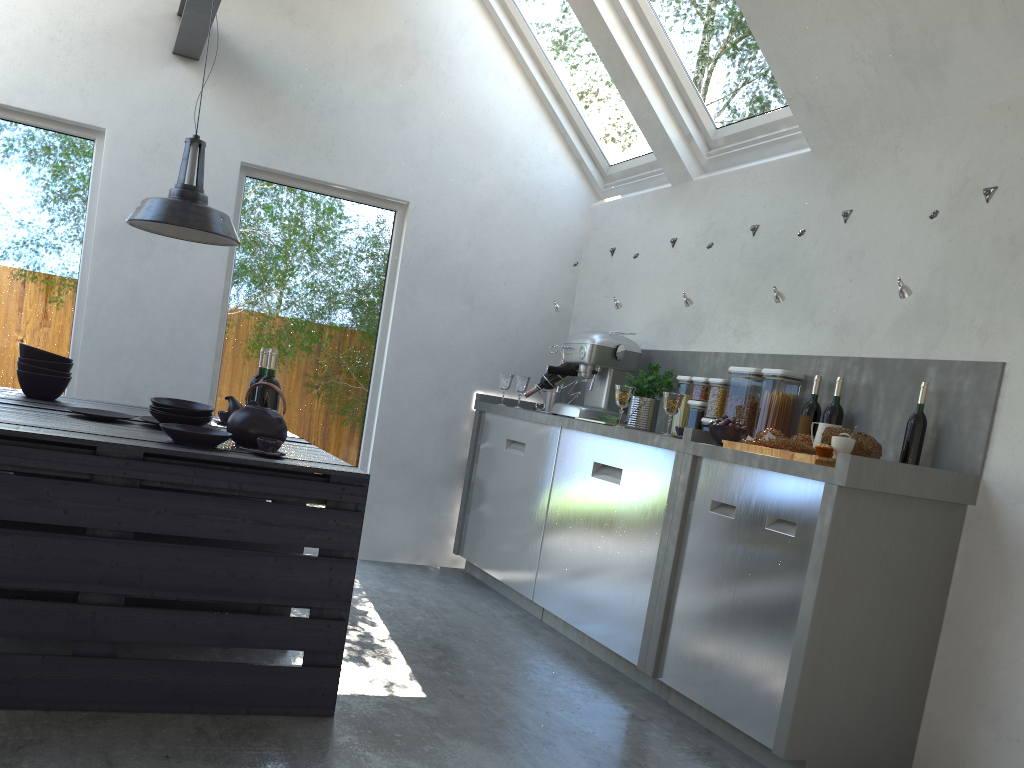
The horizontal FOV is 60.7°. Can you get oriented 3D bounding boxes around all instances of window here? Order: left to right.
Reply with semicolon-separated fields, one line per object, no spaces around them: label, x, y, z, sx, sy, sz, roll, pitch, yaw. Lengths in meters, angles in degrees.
window;-2.730;-0.330;4.492;0.950;2.146;0.061;8;5;-21
window;-1.240;-0.075;5.066;0.950;2.146;0.061;8;5;-21
window;0.272;-1.881;4.793;1.431;1.408;0.857;9;4;-22
window;0.704;-1.833;3.867;1.424;1.401;0.857;9;3;-22

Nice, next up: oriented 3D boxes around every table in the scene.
table;-1.528;0.517;3.266;1.450;0.802;1.656;9;0;-23

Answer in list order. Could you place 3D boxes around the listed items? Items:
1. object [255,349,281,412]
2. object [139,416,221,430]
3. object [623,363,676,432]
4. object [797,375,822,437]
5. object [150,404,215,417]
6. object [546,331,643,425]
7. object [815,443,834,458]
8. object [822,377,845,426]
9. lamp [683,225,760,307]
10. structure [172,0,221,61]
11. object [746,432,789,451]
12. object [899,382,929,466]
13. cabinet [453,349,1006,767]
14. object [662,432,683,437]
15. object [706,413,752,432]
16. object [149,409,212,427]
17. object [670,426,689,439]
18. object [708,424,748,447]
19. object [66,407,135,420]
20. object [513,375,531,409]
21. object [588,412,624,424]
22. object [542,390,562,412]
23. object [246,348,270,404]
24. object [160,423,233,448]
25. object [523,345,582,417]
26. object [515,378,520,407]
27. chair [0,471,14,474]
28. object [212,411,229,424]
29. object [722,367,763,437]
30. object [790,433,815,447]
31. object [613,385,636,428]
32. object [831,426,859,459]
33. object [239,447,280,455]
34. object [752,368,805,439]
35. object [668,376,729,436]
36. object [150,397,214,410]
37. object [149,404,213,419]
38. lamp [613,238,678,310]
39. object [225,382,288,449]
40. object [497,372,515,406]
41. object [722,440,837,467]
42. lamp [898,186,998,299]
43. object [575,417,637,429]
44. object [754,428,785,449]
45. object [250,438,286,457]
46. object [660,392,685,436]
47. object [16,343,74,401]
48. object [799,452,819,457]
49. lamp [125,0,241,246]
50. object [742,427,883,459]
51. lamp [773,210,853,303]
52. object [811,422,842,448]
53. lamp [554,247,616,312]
object;-0.908;0.042;3.256;0.093;0.347;0.088;11;5;10
object;-1.218;0.154;3.207;0.301;0.024;0.289;9;-1;8
object;0.674;0.064;4.384;0.257;0.344;0.240;11;3;20
object;1.196;0.138;3.506;0.069;0.347;0.076;7;5;-30
object;-1.209;0.105;3.204;0.221;0.063;0.235;10;-1;-19
object;0.426;-0.052;4.699;0.412;0.504;0.370;8;3;-23
object;1.046;0.222;2.931;0.056;0.047;0.062;8;2;-38
object;1.246;0.144;3.400;0.070;0.347;0.074;8;5;-20
lamp;0.944;-0.544;3.996;0.320;0.441;0.061;9;5;-21
structure;-1.550;-1.790;4.267;0.131;0.210;2.610;8;0;-25
object;1.014;0.217;3.296;0.201;0.059;0.196;9;0;-3
object;1.409;0.165;3.055;0.060;0.347;0.064;8;5;-20
cabinet;0.607;0.537;4.150;0.546;1.486;2.949;8;1;-25
object;0.673;0.214;3.631;0.139;0.013;0.026;9;0;41
object;0.833;0.155;3.369;0.134;0.095;0.167;9;1;-38
object;-1.217;0.133;3.205;0.237;0.047;0.221;9;-1;17
object;0.717;0.204;3.634;0.115;0.057;0.117;9;0;-8
object;0.825;0.205;3.373;0.153;0.079;0.140;10;0;25
object;-1.470;0.111;3.128;0.227;0.019;0.241;10;-1;-19
object;0.051;0.049;5.140;0.098;0.193;0.097;10;4;0
object;0.445;0.164;4.263;0.140;0.054;0.279;9;-1;-9
object;0.244;0.113;5.329;0.110;0.133;0.102;10;3;18
object;-0.974;0.033;3.374;0.094;0.347;0.088;11;5;15
object;-1.006;0.167;2.782;0.237;0.047;0.221;9;-1;17
object;0.248;-0.026;5.046;0.336;0.397;0.229;10;3;7
object;0.050;0.051;5.285;0.103;0.193;0.093;13;5;37
chair;-2.428;0.361;3.446;0.785;0.825;0.680;10;3;7
object;-1.231;0.145;3.775;0.110;0.057;0.122;9;0;-36
object;1.026;0.111;3.847;0.123;0.357;0.181;8;4;-25
object;1.090;0.223;3.261;0.123;0.077;0.114;10;1;20
object;0.506;0.105;4.017;0.102;0.193;0.093;12;4;26
object;1.111;0.195;2.935;0.076;0.122;0.070;11;4;22
object;-0.802;0.216;2.777;0.130;0.013;0.028;9;0;-9
object;1.109;0.121;3.679;0.123;0.357;0.132;8;5;-24
object;0.890;0.121;4.091;0.102;0.296;0.353;8;2;-25
object;-1.212;0.093;3.207;0.220;0.058;0.236;10;-1;-24
object;-1.213;0.118;3.202;0.222;0.063;0.234;10;-1;-19
lamp;0.692;-0.577;4.537;0.323;0.439;0.061;8;5;-32
object;-0.868;0.107;2.992;0.211;0.234;0.218;9;2;-21
object;-0.045;0.034;5.190;0.094;0.193;0.102;8;4;-29
object;1.028;0.260;3.121;0.296;0.028;0.486;10;-1;-24
lamp;1.447;-0.479;2.935;0.320;0.441;0.061;9;5;-21
object;0.452;0.189;4.246;0.174;0.012;0.272;10;-1;-27
object;0.987;0.207;3.331;0.123;0.077;0.114;10;1;20
object;-0.782;0.203;2.812;0.111;0.057;0.121;9;0;-31
object;0.706;0.136;3.907;0.093;0.193;0.103;7;5;-35
object;-1.892;-0.044;3.539;0.206;0.216;0.199;9;2;-22
object;0.994;0.236;2.961;0.020;0.003;0.193;9;-1;-2
lamp;-1.168;-1.116;3.301;0.414;1.105;0.444;8;5;-23
object;1.057;0.195;3.107;0.477;0.112;0.120;9;1;37
lamp;1.195;-0.512;3.476;0.323;0.439;0.061;8;5;-32
object;1.133;0.203;3.162;0.090;0.120;0.081;10;3;-1
lamp;0.417;-0.612;5.107;0.320;0.441;0.061;9;5;-21
